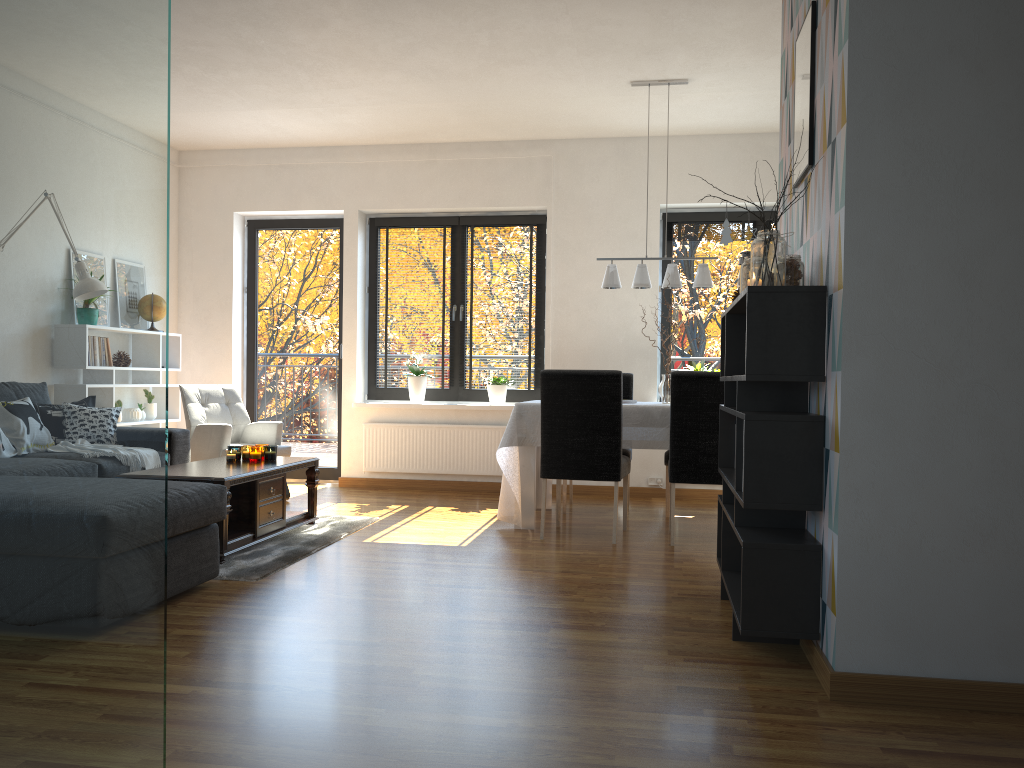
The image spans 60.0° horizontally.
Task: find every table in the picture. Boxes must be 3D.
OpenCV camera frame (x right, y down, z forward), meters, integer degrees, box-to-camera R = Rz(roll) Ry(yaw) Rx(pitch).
[{"bbox_3d":[-1.523,0.639,4.764,0.570,0.409,1.179,1,0,9],"label":"table"},{"bbox_3d":[0.881,0.503,5.653,1.856,0.763,1.235,1,0,10],"label":"table"}]

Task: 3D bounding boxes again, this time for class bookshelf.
[{"bbox_3d":[-2.863,0.201,6.526,0.237,1.201,1.189,1,1,9],"label":"bookshelf"},{"bbox_3d":[0.939,0.295,3.340,0.237,1.201,1.189,1,1,9],"label":"bookshelf"}]

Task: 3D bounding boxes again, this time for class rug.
[{"bbox_3d":[-1.497,0.845,4.851,1.052,0.034,1.813,1,0,9],"label":"rug"}]

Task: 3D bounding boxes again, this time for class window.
[{"bbox_3d":[1.925,-0.588,6.934,1.561,1.588,0.119,1,1,9],"label":"window"},{"bbox_3d":[2.082,1.555,18.858,12.969,18.375,21.830,1,1,39],"label":"window"}]

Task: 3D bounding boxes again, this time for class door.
[{"bbox_3d":[-1.831,-0.299,7.562,0.976,2.275,0.119,1,1,9],"label":"door"}]

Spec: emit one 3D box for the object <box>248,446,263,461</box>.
[{"bbox_3d":[-1.449,0.394,5.008,0.079,0.081,0.079,1,1,4],"label":"object"}]

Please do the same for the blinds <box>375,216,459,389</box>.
[{"bbox_3d":[-0.794,-0.670,7.346,0.710,1.423,0.049,1,1,9],"label":"blinds"}]

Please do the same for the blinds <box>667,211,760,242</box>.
[{"bbox_3d":[1.571,-1.232,6.944,0.710,0.230,0.049,1,1,9],"label":"blinds"}]

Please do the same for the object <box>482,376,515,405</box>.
[{"bbox_3d":[-0.111,0.051,7.120,0.267,0.237,0.283,1,1,-9],"label":"object"}]

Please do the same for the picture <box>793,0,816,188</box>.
[{"bbox_3d":[1.055,-1.027,3.206,0.014,0.559,0.365,1,1,9],"label":"picture"}]

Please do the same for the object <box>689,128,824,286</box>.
[{"bbox_3d":[0.801,-0.566,2.922,0.426,0.522,0.298,1,1,6],"label":"object"}]

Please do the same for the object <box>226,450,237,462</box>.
[{"bbox_3d":[-1.568,0.402,4.952,0.060,0.061,0.060,1,1,14],"label":"object"}]

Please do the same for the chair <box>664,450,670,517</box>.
[{"bbox_3d":[1.292,0.408,6.045,0.461,0.960,0.544,1,1,14],"label":"chair"}]

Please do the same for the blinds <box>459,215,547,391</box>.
[{"bbox_3d":[-0.081,-0.660,7.228,0.710,1.423,0.049,1,1,9],"label":"blinds"}]

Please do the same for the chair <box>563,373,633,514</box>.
[{"bbox_3d":[0.598,0.398,6.160,0.461,0.960,0.544,1,1,9],"label":"chair"}]

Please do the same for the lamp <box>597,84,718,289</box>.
[{"bbox_3d":[0.924,-1.251,5.612,0.760,1.285,0.131,1,1,9],"label":"lamp"}]

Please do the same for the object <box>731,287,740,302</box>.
[{"bbox_3d":[0.905,-0.344,3.492,0.082,0.085,0.082,1,1,24],"label":"object"}]

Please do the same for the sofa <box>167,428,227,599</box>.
[{"bbox_3d":[-2.212,0.422,4.356,2.163,0.848,2.508,1,0,9],"label":"sofa"}]

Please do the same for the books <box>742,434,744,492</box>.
[{"bbox_3d":[0.873,0.240,3.029,0.161,0.265,0.048,1,1,9],"label":"books"}]

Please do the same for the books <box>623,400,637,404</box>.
[{"bbox_3d":[0.627,0.110,5.616,0.278,0.022,0.204,1,0,36],"label":"books"}]

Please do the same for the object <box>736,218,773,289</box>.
[{"bbox_3d":[1.007,-0.497,3.710,0.163,0.383,0.154,1,1,26],"label":"object"}]

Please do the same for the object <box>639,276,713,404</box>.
[{"bbox_3d":[0.992,-0.266,5.593,0.403,0.785,0.615,1,1,-16],"label":"object"}]

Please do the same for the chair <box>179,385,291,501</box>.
[{"bbox_3d":[-2.005,0.425,6.349,0.685,0.832,0.545,1,1,34],"label":"chair"}]

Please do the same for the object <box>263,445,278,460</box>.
[{"bbox_3d":[-1.383,0.394,5.078,0.079,0.081,0.079,1,1,4],"label":"object"}]

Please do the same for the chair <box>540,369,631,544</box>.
[{"bbox_3d":[0.437,0.400,5.188,0.461,0.960,0.544,1,1,14],"label":"chair"}]

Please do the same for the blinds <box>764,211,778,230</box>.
[{"bbox_3d":[2.299,-0.625,6.833,0.710,1.423,0.049,1,1,9],"label":"blinds"}]

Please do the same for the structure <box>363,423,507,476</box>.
[{"bbox_3d":[-0.491,0.554,7.098,1.457,0.460,0.078,1,1,8],"label":"structure"}]

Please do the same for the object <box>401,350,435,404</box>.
[{"bbox_3d":[-0.761,-0.061,7.172,0.286,0.444,0.340,1,1,-2],"label":"object"}]

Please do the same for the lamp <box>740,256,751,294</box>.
[{"bbox_3d":[0.835,-0.370,3.051,0.098,0.131,0.106,1,1,22],"label":"lamp"}]

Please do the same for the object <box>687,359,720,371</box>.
[{"bbox_3d":[1.505,0.001,6.812,0.333,0.385,0.299,1,1,25],"label":"object"}]

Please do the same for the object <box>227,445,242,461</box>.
[{"bbox_3d":[-1.573,0.392,5.029,0.079,0.081,0.079,1,1,4],"label":"object"}]

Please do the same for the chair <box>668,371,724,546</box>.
[{"bbox_3d":[1.131,0.410,5.073,0.461,0.960,0.544,1,1,9],"label":"chair"}]

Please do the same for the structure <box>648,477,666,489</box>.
[{"bbox_3d":[1.772,0.587,6.723,1.457,0.460,0.078,1,1,11],"label":"structure"}]

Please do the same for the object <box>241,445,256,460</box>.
[{"bbox_3d":[-1.508,0.392,5.073,0.079,0.081,0.079,1,1,4],"label":"object"}]

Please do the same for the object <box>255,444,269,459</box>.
[{"bbox_3d":[-1.454,0.393,5.156,0.079,0.081,0.079,1,1,4],"label":"object"}]
